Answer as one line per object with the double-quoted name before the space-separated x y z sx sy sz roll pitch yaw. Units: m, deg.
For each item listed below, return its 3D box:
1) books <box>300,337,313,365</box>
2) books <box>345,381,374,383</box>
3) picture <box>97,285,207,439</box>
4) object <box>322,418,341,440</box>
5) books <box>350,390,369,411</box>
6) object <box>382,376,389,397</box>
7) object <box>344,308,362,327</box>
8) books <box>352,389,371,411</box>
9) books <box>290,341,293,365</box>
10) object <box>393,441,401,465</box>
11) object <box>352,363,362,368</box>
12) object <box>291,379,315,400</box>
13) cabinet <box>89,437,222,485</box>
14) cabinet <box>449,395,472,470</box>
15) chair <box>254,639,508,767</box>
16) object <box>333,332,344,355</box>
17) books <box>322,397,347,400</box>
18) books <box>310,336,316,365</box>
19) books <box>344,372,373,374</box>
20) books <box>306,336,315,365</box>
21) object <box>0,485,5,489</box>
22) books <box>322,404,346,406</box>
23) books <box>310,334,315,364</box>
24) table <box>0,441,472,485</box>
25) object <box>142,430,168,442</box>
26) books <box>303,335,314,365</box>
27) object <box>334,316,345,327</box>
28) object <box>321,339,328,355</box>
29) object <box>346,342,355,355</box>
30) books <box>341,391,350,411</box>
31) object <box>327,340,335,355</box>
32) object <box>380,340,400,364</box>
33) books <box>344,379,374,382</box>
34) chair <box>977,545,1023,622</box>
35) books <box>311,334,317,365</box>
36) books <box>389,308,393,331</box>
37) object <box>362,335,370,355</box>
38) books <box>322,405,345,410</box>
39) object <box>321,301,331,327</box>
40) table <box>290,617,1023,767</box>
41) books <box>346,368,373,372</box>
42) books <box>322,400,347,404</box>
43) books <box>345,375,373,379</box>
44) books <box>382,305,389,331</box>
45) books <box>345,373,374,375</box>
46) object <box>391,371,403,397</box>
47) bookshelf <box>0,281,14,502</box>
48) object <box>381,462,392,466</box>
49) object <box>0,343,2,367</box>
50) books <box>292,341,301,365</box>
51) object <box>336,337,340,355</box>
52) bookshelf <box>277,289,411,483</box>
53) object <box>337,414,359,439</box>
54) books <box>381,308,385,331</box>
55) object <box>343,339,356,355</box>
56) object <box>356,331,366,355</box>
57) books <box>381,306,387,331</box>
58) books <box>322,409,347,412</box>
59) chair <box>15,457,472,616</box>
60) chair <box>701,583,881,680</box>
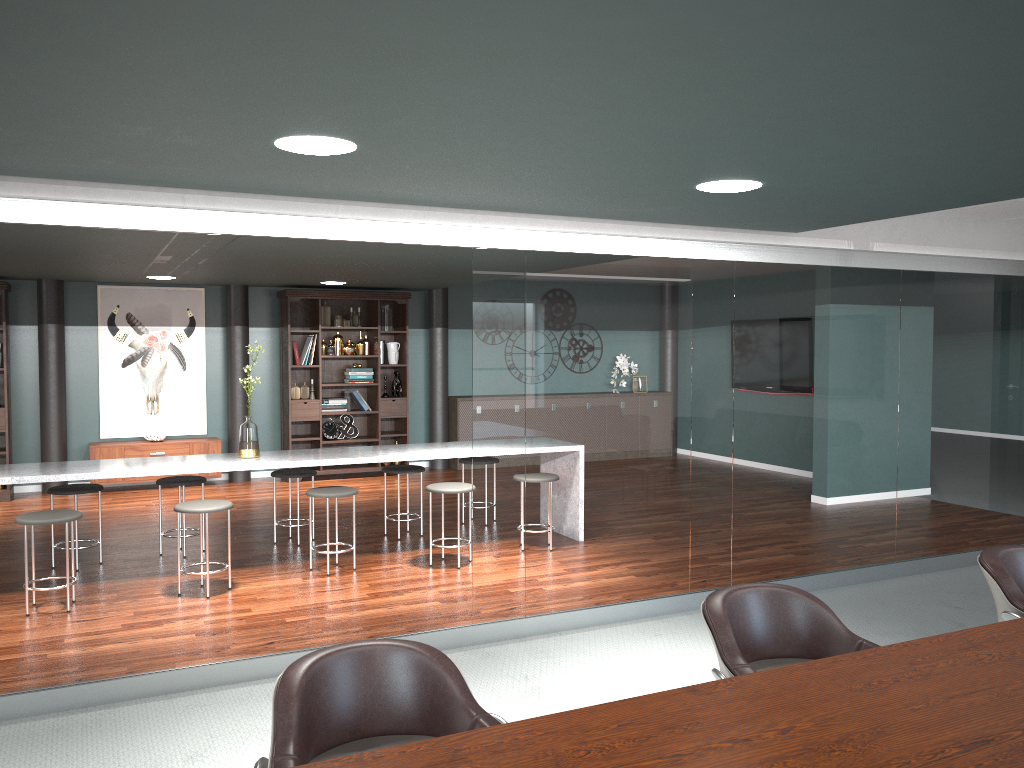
"books" -2.179 -0.349 9.347 0.115 0.296 0.210 -1 3 -26
"books" -1.661 -0.020 9.619 0.268 0.016 0.205 -1 3 -26
"picture" -3.627 -0.224 8.971 1.002 1.512 0.031 -1 3 -26
"object" -1.934 0.480 9.426 0.224 0.238 0.159 -1 3 -26
"books" -1.663 0.177 9.602 0.176 0.227 0.194 -1 3 -26
"object" -1.386 0.031 9.710 0.077 0.228 0.077 -2 3 -43
"object" -1.727 -0.721 9.543 0.196 0.221 0.184 -1 3 -26
"books" -1.633 0.175 9.617 0.166 0.228 0.205 -1 3 -26
"books" -2.335 -0.320 9.269 0.042 0.248 0.194 -1 3 -26
"object" -1.269 0.761 9.775 0.108 0.256 0.108 0 3 8
"object" -1.678 -0.198 9.597 0.104 0.052 0.100 -1 3 -22
"object" -2.217 0.050 9.338 0.250 0.221 0.186 -1 3 -28
"cabinet" -3.552 0.764 8.858 1.200 0.379 0.368 -1 3 -26
"cabinet" -3.571 0.620 8.820 12.287 0.820 0.402 -1 3 -26
"chair" -0.247 0.965 1.790 0.535 0.761 0.518 -1 3 -20
"object" -1.862 -0.433 9.494 0.114 0.251 0.114 0 3 0
"books" -1.919 0.156 9.474 0.268 0.016 0.205 -1 3 -26
"books" -2.122 -0.357 9.367 0.063 0.309 0.210 -1 3 -26
"books" -1.661 -0.123 9.608 0.268 0.016 0.205 -1 3 -26
"books" -2.136 -0.356 9.362 0.063 0.309 0.210 -1 3 -26
"object" -4.697 0.833 8.121 0.108 0.256 0.108 0 3 8
"books" -1.931 0.214 9.471 0.268 0.016 0.205 -1 3 -26
"books" -2.127 -0.362 9.362 0.062 0.322 0.197 -1 3 -26
"table" -1.673 0.821 5.698 4.577 0.699 0.609 -1 3 -26
"object" -3.565 0.518 8.860 0.245 0.112 0.261 -1 3 -18
"books" -2.155 -0.359 9.353 0.090 0.316 0.197 -1 3 -26
"object" -1.849 -0.670 9.474 0.096 0.126 0.106 1 3 25
"object" -2.010 -0.392 9.443 0.105 0.172 0.105 -1 3 -30
"object" -1.747 -0.396 9.575 0.099 0.169 0.099 2 3 38
"books" -1.800 0.180 9.610 0.063 0.214 0.139 -1 3 -26
"object" -1.918 -0.383 9.385 0.079 0.161 0.080 0 3 0
"object" -1.357 -0.349 9.775 0.268 0.262 0.137 1 3 14
"books" -1.659 -0.043 9.620 0.286 0.027 0.184 -1 3 -26
"chair" 1.722 0.924 2.740 0.535 0.761 0.518 -1 3 -20
"books" -2.113 -0.363 9.368 0.062 0.322 0.197 -1 3 -26
"books" -1.354 -0.702 9.726 0.042 0.248 0.194 -1 3 -26
"object" -1.592 -0.426 9.670 0.092 0.222 0.092 0 3 8
"books" -1.930 0.244 9.472 0.248 0.042 0.194 -1 3 -26
"object" -1.984 -0.742 9.436 0.104 0.273 0.104 1 3 10
"table" -0.301 1.037 0.798 6.694 0.706 1.374 -1 3 -26
"books" -1.658 -0.152 9.614 0.248 0.042 0.194 -1 3 -26
"books" -1.910 0.185 9.479 0.248 0.042 0.194 -1 3 -26
"books" -1.660 -0.078 9.617 0.248 0.042 0.194 -1 3 -26
"books" -1.387 -0.721 9.711 0.027 0.286 0.184 -1 3 -26
"books" -1.661 -0.108 9.615 0.268 0.016 0.205 -1 3 -26
"object" -1.287 -0.003 9.773 0.116 0.286 0.215 -1 3 -30
"bookshelf" -5.228 0.075 7.910 1.339 1.984 0.482 -1 3 -26
"object" -1.372 0.806 9.675 0.144 0.175 0.073 -1 3 -24
"object" -4.785 -0.278 8.121 0.268 0.262 0.137 1 3 14
"books" -2.279 -0.323 9.296 0.084 0.252 0.194 -1 3 -26
"object" -1.843 -0.398 9.388 0.040 0.191 0.040 -1 3 -17
"bookshelf" -1.800 0.004 9.565 1.339 1.984 0.482 -1 3 -26
"object" -1.787 0.457 9.626 0.233 0.268 0.051 -1 3 -26
"books" -1.434 -0.700 9.687 0.042 0.248 0.194 -1 3 -26
"object" -1.730 -0.393 9.447 0.144 0.175 0.073 -1 3 -24
"object" -1.627 -0.438 9.548 0.108 0.256 0.108 0 3 8
"books" -1.408 -0.712 9.700 0.016 0.268 0.205 -1 3 -26
"books" -1.928 0.279 9.475 0.286 0.027 0.184 -1 3 -26
"chair" -1.671 0.912 5.768 4.029 0.512 1.479 -1 3 -26
"chair" 0.723 0.945 2.249 0.533 0.761 0.523 -2 4 -44
